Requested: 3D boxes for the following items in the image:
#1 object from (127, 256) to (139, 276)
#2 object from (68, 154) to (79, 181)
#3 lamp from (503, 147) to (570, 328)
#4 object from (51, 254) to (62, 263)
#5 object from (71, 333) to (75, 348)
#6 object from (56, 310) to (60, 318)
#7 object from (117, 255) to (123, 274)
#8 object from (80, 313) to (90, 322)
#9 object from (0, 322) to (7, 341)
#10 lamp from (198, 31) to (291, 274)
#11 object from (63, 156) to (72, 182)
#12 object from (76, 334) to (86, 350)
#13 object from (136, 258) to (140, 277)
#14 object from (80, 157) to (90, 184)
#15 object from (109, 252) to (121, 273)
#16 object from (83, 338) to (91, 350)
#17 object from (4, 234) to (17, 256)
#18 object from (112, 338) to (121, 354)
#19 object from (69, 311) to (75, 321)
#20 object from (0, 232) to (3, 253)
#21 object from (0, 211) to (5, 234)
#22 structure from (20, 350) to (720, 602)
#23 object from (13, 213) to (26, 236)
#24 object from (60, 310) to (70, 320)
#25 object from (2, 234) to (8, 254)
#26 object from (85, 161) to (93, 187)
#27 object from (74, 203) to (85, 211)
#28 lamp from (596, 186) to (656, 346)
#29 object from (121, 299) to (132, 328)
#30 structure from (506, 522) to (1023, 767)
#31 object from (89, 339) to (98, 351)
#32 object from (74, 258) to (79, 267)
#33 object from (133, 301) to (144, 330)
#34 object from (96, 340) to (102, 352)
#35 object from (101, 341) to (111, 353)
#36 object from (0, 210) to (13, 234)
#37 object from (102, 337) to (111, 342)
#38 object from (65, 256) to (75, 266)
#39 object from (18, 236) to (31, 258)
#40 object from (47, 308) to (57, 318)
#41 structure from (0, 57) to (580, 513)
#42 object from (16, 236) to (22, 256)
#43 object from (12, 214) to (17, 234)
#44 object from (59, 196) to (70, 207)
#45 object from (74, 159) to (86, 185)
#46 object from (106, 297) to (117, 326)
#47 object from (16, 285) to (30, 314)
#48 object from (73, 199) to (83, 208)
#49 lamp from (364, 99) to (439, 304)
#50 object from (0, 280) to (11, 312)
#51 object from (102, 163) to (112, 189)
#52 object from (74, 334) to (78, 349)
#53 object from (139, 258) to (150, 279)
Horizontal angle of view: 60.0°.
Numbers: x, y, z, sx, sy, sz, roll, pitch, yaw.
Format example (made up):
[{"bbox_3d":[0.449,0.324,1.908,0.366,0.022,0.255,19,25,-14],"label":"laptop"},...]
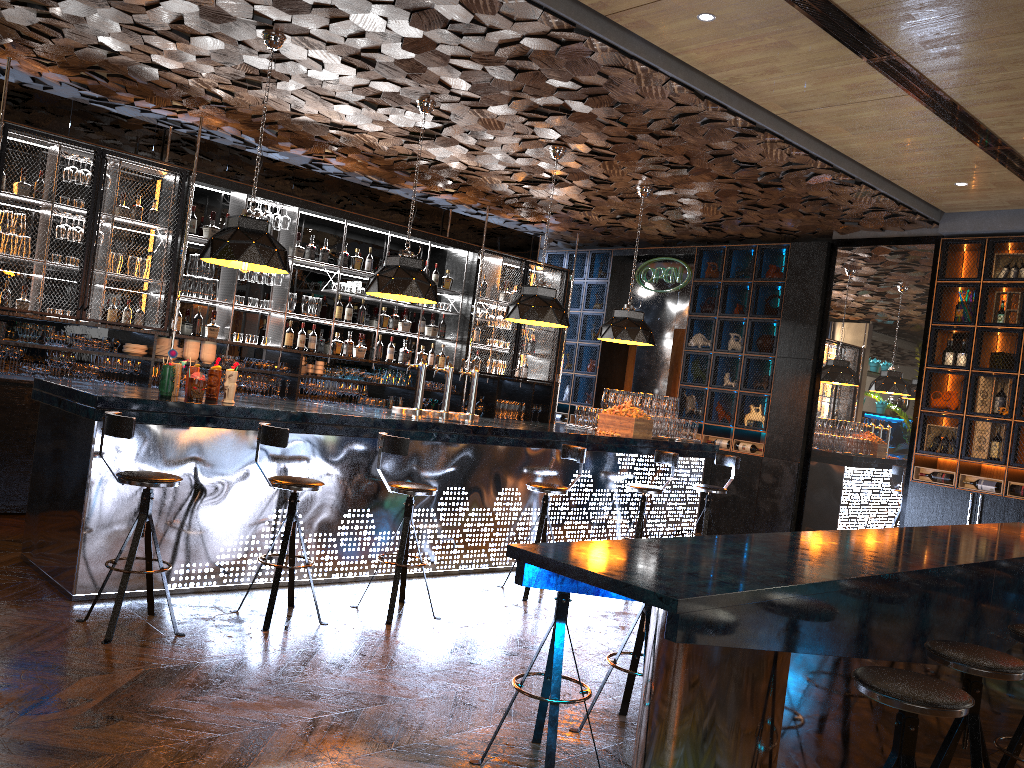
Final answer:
[{"bbox_3d":[-3.435,-1.061,8.024,0.092,0.182,0.092,7,0,42],"label":"object"},{"bbox_3d":[-3.745,-1.849,7.575,0.081,0.213,0.081,7,0,-37],"label":"object"},{"bbox_3d":[0.314,-1.314,7.890,0.582,1.564,0.607,7,0,-43],"label":"lamp"},{"bbox_3d":[-3.917,-1.071,7.621,0.077,0.080,0.077,7,0,-31],"label":"object"},{"bbox_3d":[-3.810,-0.374,7.727,0.074,0.131,0.074,7,0,-30],"label":"object"},{"bbox_3d":[-3.987,-0.611,7.734,0.077,0.080,0.077,7,0,-4],"label":"object"},{"bbox_3d":[-3.567,-1.078,8.004,0.092,0.182,0.092,7,0,42],"label":"object"},{"bbox_3d":[-3.750,-0.581,7.781,0.077,0.080,0.077,7,0,35],"label":"object"},{"bbox_3d":[-4.137,-0.428,7.188,0.051,0.152,0.058,7,0,-38],"label":"object"},{"bbox_3d":[-1.701,-1.546,5.976,0.582,1.606,0.607,7,0,-43],"label":"lamp"},{"bbox_3d":[-3.842,-1.861,7.680,0.081,0.213,0.081,7,0,-37],"label":"object"},{"bbox_3d":[-3.694,-0.360,7.598,0.074,0.131,0.074,7,0,-30],"label":"object"},{"bbox_3d":[-3.408,-1.058,8.150,0.092,0.182,0.092,7,0,42],"label":"object"},{"bbox_3d":[-3.675,-1.840,7.640,0.081,0.213,0.081,7,0,-37],"label":"object"},{"bbox_3d":[-3.539,-1.074,7.893,0.092,0.182,0.092,7,0,42],"label":"object"},{"bbox_3d":[-3.693,-0.345,7.718,0.078,0.103,0.078,7,0,0],"label":"object"},{"bbox_3d":[-4.160,-1.153,7.369,0.092,0.182,0.092,7,0,42],"label":"object"},{"bbox_3d":[-3.520,-0.337,7.882,0.074,0.131,0.074,7,0,-30],"label":"object"},{"bbox_3d":[-3.855,-0.594,7.758,0.077,0.080,0.077,7,0,13],"label":"object"},{"bbox_3d":[-4.235,-1.163,7.298,0.092,0.182,0.092,7,0,42],"label":"object"},{"bbox_3d":[-4.245,-1.348,7.400,0.092,0.182,0.092,7,0,42],"label":"object"},{"bbox_3d":[-0.532,0.606,7.316,6.009,1.685,1.214,7,0,-43],"label":"structure"},{"bbox_3d":[-4.107,-1.330,7.407,0.092,0.182,0.092,7,0,42],"label":"object"},{"bbox_3d":[-3.852,-0.594,7.643,0.077,0.080,0.077,7,0,33],"label":"object"},{"bbox_3d":[-4.230,-1.162,7.434,0.092,0.182,0.092,7,0,42],"label":"object"},{"bbox_3d":[-3.710,-1.844,7.805,0.081,0.213,0.081,7,0,-37],"label":"object"},{"bbox_3d":[-3.800,-1.556,7.786,0.077,0.080,0.077,7,0,13],"label":"object"},{"bbox_3d":[1.241,-1.196,8.933,0.582,1.564,0.607,7,0,-43],"label":"lamp"},{"bbox_3d":[-3.509,-0.642,8.085,0.075,0.260,0.075,7,0,6],"label":"object"},{"bbox_3d":[1.937,1.266,4.289,4.941,0.998,0.673,7,0,-43],"label":"structure"},{"bbox_3d":[-3.619,-0.335,7.673,0.078,0.103,0.078,7,0,0],"label":"object"},{"bbox_3d":[-3.841,-1.061,7.775,0.077,0.080,0.077,7,0,11],"label":"object"},{"bbox_3d":[-3.420,-0.630,8.140,0.075,0.260,0.075,7,0,6],"label":"object"},{"bbox_3d":[-3.627,-0.335,7.779,0.078,0.099,0.078,7,0,14],"label":"object"},{"bbox_3d":[-3.542,-0.324,7.736,0.078,0.099,0.078,7,0,14],"label":"object"},{"bbox_3d":[-4.175,-1.339,7.332,0.092,0.182,0.092,7,0,42],"label":"object"},{"bbox_3d":[-3.662,-0.355,7.991,0.074,0.131,0.074,7,0,-30],"label":"object"},{"bbox_3d":[-3.818,-1.058,7.662,0.077,0.080,0.077,7,0,25],"label":"object"},{"bbox_3d":[-4.080,-1.143,7.430,0.092,0.182,0.092,7,0,42],"label":"object"},{"bbox_3d":[-3.936,-0.605,7.580,0.077,0.080,0.077,7,0,-4],"label":"object"},{"bbox_3d":[-1.879,-0.507,9.326,6.750,3.553,1.143,7,0,-43],"label":"structure"},{"bbox_3d":[-4.155,-1.152,7.493,0.092,0.182,0.092,7,0,42],"label":"object"},{"bbox_3d":[-4.164,-1.337,7.463,0.092,0.182,0.092,7,0,42],"label":"object"},{"bbox_3d":[-3.848,-1.563,7.620,0.077,0.080,0.077,7,0,38],"label":"object"},{"bbox_3d":[-3.773,-1.852,7.746,0.081,0.213,0.081,7,0,-37],"label":"object"},{"bbox_3d":[-3.593,-0.652,7.975,0.075,0.261,0.075,7,0,6],"label":"object"},{"bbox_3d":[-4.111,-0.709,7.462,0.108,0.244,0.108,7,0,-30],"label":"object"},{"bbox_3d":[-3.758,-1.551,7.678,0.077,0.080,0.077,7,0,-7],"label":"object"},{"bbox_3d":[-0.775,-1.454,7.021,0.582,1.564,0.607,7,0,-43],"label":"lamp"},{"bbox_3d":[-4.203,-0.730,7.361,0.075,0.260,0.075,7,0,-9],"label":"object"},{"bbox_3d":[-3.547,-1.823,7.762,0.081,0.213,0.081,7,0,-37],"label":"object"},{"bbox_3d":[-3.751,-0.367,7.664,0.074,0.131,0.074,7,0,-30],"label":"object"},{"bbox_3d":[-3.352,-1.050,8.074,0.092,0.182,0.092,7,0,42],"label":"object"}]
